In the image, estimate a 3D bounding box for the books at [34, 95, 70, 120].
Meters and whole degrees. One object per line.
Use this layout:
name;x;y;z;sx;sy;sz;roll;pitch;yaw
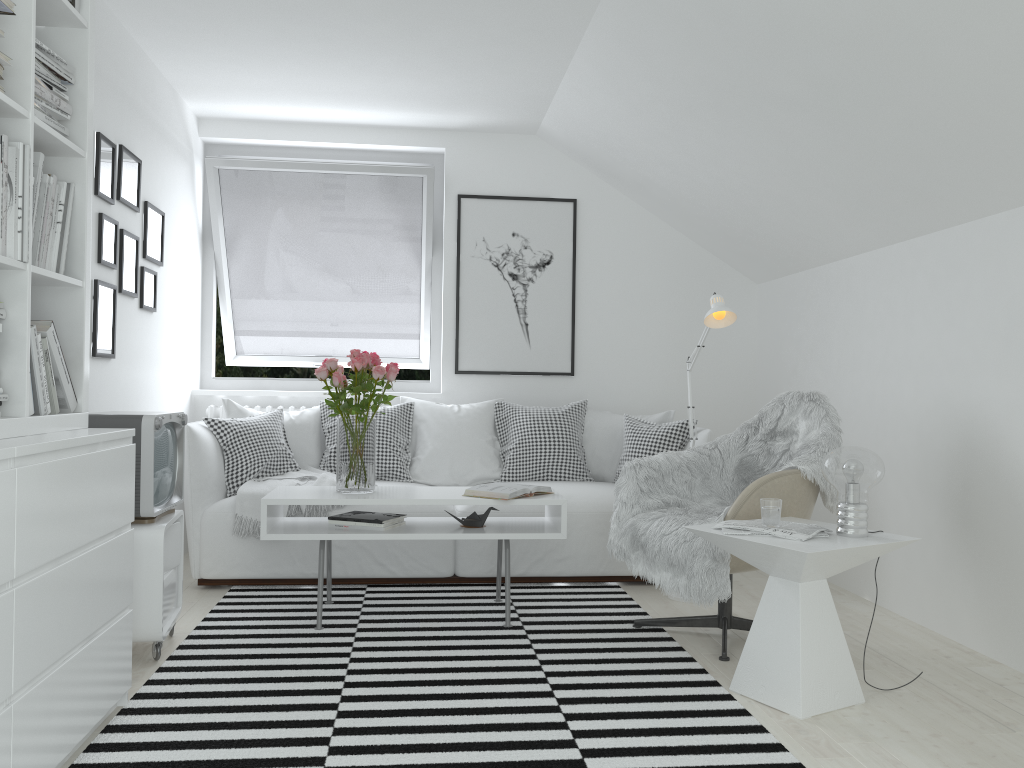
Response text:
books;-1.367;-0.768;2.406;0.182;0.016;0.288;1;0;4

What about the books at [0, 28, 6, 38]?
books;-1.333;-0.829;2.008;0.285;0.012;0.159;1;0;-6

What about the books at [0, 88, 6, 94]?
books;-1.332;-0.687;1.996;0.288;0.016;0.182;1;0;-6

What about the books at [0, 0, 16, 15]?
books;-1.335;-0.893;2.008;0.331;0.025;0.176;1;0;-6

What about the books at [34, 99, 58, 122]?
books;-1.367;-0.752;2.395;0.182;0.016;0.288;1;0;-11

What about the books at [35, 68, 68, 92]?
books;-1.341;-0.833;2.384;0.161;0.013;0.256;1;0;4

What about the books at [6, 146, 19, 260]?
books;-1.291;-0.439;2.147;0.174;0.273;0.021;1;0;-6

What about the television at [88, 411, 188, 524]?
television;-1.351;0.290;3.177;0.273;0.374;0.414;1;0;-6

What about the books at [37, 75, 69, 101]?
books;-1.350;-0.821;2.405;0.159;0.012;0.285;1;0;-1

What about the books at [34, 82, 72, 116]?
books;-1.351;-0.788;2.403;0.180;0.028;0.296;1;0;-1

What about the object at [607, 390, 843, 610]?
object;0.891;0.413;3.534;0.954;0.789;0.784;1;0;-26

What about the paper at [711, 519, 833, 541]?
paper;0.821;0.456;2.807;0.312;0.024;0.205;1;0;44

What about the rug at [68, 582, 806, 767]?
rug;-0.251;0.970;2.923;1.846;0.004;4.362;1;0;-6

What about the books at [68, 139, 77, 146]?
books;-1.340;-0.686;2.406;0.182;0.016;0.288;1;0;-1

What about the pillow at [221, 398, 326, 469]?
pillow;-1.270;0.323;4.776;0.617;0.491;0.321;1;0;-32

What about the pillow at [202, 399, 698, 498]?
pillow;-0.316;0.329;4.715;2.488;0.513;0.676;1;0;-4

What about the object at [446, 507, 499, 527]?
object;-0.170;0.554;3.732;0.194;0.088;0.186;1;0;-17

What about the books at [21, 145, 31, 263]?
books;-1.284;-0.447;2.182;0.182;0.288;0.016;1;0;-6

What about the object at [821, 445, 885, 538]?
object;1.058;0.330;2.753;0.185;0.279;0.185;1;0;-13

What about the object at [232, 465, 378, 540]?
object;-0.996;0.567;4.488;0.670;0.291;0.831;1;0;-7

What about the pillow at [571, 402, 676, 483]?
pillow;0.603;0.355;4.942;0.623;0.498;0.333;1;0;27

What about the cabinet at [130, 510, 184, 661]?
cabinet;-1.393;0.714;3.167;0.350;0.477;0.467;1;0;-12

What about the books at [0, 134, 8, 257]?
books;-1.305;-0.450;2.121;0.180;0.296;0.028;1;0;-6

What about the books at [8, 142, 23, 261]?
books;-1.293;-0.448;2.165;0.182;0.288;0.016;1;0;-6

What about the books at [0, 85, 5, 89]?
books;-1.340;-0.703;2.011;0.288;0.016;0.182;1;0;-11

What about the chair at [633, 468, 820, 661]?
chair;0.897;0.519;3.534;0.776;0.941;0.719;1;0;-31

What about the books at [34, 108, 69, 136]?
books;-1.351;-0.720;2.399;0.174;0.021;0.273;1;0;-1

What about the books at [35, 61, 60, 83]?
books;-1.352;-0.848;2.387;0.167;0.017;0.263;1;0;-6

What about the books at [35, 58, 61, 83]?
books;-1.350;-0.863;2.390;0.161;0.013;0.254;1;0;-6

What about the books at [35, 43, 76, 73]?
books;-1.340;-0.900;2.406;0.159;0.012;0.285;1;0;4

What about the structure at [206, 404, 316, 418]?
structure;-0.928;0.459;5.179;1.655;0.660;0.206;1;0;-6

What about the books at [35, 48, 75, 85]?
books;-1.350;-0.881;2.402;0.176;0.025;0.331;1;0;-1

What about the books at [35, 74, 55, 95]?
books;-1.344;-0.809;2.394;0.161;0.012;0.254;1;0;-11

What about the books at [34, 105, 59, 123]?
books;-1.352;-0.738;2.389;0.161;0.013;0.254;1;0;-6

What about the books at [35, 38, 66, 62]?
books;-1.343;-0.914;2.390;0.161;0.012;0.254;1;0;-1

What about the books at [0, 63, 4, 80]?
books;-1.337;-0.746;2.008;0.296;0.028;0.180;1;0;-16

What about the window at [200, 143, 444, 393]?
window;-3.760;-0.594;7.052;12.055;8.137;4.514;1;0;-6

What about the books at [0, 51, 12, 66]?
books;-1.334;-0.769;2.023;0.288;0.016;0.182;1;0;-1

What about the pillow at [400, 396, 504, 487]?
pillow;-0.325;0.327;4.855;0.599;0.505;0.391;1;0;-6

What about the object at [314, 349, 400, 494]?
object;-0.643;0.153;3.702;0.350;0.599;0.327;1;0;14

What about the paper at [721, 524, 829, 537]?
paper;0.821;0.459;2.806;0.312;0.015;0.205;1;0;9

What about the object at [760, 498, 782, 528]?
object;0.819;0.409;2.806;0.067;0.087;0.067;1;0;-9
